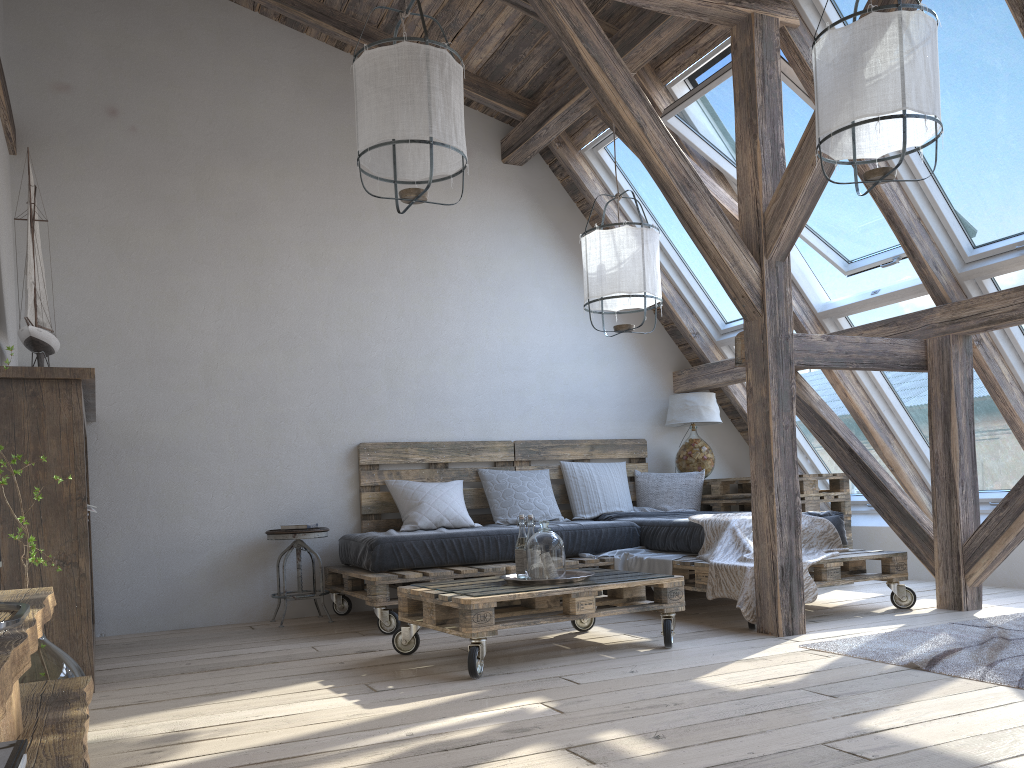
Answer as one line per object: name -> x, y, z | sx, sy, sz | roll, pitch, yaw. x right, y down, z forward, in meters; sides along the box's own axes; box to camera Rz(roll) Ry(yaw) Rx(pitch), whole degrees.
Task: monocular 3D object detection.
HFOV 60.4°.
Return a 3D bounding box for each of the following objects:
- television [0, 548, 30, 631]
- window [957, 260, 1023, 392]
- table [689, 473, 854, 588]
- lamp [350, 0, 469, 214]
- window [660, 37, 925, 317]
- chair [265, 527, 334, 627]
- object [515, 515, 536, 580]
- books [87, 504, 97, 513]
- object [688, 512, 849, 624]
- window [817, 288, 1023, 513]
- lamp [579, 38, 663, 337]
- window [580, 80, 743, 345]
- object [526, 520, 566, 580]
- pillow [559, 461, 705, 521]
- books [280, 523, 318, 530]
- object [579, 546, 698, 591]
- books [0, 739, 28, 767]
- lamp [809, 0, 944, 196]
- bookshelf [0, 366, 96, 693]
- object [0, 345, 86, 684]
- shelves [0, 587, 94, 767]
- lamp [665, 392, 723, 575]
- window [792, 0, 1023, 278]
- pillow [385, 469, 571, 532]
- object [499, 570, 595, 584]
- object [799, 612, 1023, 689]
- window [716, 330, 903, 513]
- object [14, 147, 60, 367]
television -> -1.051, 0.100, 1.663 | 0.206, 0.702, 1.112 | -2, -5, -25
window -> 2.861, -0.010, 4.131 | 1.095, 1.272, 0.860 | -1, -3, -25
table -> 1.639, 0.972, 5.866 | 0.674, 0.698, 1.025 | -1, -5, -25
lamp -> -0.385, -1.203, 3.222 | 0.408, 1.080, 0.400 | -3, -1, 16
window -> 1.558, -1.087, 4.561 | 1.348, 1.272, 0.860 | -1, -3, -25
chair -> -1.178, 1.060, 4.878 | 0.353, 0.518, 0.356 | -2, -3, -22
object -> 0.064, 0.682, 3.689 | 0.071, 0.267, 0.154 | -2, -2, -25
books -> -1.947, 0.530, 3.780 | 0.263, 0.088, 0.221 | -9, -9, 44
object -> 1.326, 0.862, 4.272 | 0.811, 0.471, 1.016 | -3, -6, 4
window -> 2.469, 0.114, 4.963 | 1.095, 1.272, 0.860 | -1, -3, -25
lamp -> 0.538, -1.016, 4.487 | 0.401, 1.512, 0.407 | -3, -1, 16
window -> 1.125, -0.963, 5.374 | 1.095, 1.272, 0.860 | -1, -3, -25
object -> 0.135, 0.671, 3.539 | 0.156, 0.246, 0.156 | -4, -3, 33
pillow -> 0.792, 0.689, 5.822 | 0.967, 0.398, 0.389 | -2, -4, -9
books -> -1.174, 0.787, 4.863 | 0.150, 0.021, 0.206 | -3, -7, 4
object -> 0.759, 1.044, 4.851 | 0.505, 0.275, 0.713 | 2, -8, -41
books -> -0.817, 0.714, 1.328 | 0.290, 0.263, 0.363 | -1, -5, -25
lamp -> 1.229, -1.339, 3.013 | 0.401, 1.300, 0.407 | -3, -1, 41
bookshelf -> -1.978, 0.634, 3.825 | 0.347, 1.168, 1.637 | -2, -5, -25
object -> -1.432, 0.476, 2.566 | 0.275, 1.116, 0.518 | -2, -1, -39
shelves -> -0.990, 0.679, 1.690 | 0.330, 0.447, 1.616 | -1, -7, -25
lamp -> 1.123, 0.743, 6.191 | 0.389, 1.280, 0.827 | -2, -2, -40
window -> 1.908, -1.211, 3.709 | 1.095, 1.272, 0.860 | -1, -3, -25
pillow -> -0.187, 0.683, 5.324 | 1.129, 0.354, 0.353 | 1, -5, -25
object -> 0.146, 0.797, 3.626 | 0.394, 0.021, 0.398 | -2, -7, -6
object -> 2.782, 0.811, 2.499 | 2.186, 0.056, 3.214 | 1, -8, -25
window -> 2.077, 0.238, 5.796 | 1.095, 1.272, 0.860 | -1, -3, -25
object -> -2.008, -0.459, 3.729 | 0.140, 0.988, 0.795 | -2, -3, -21
